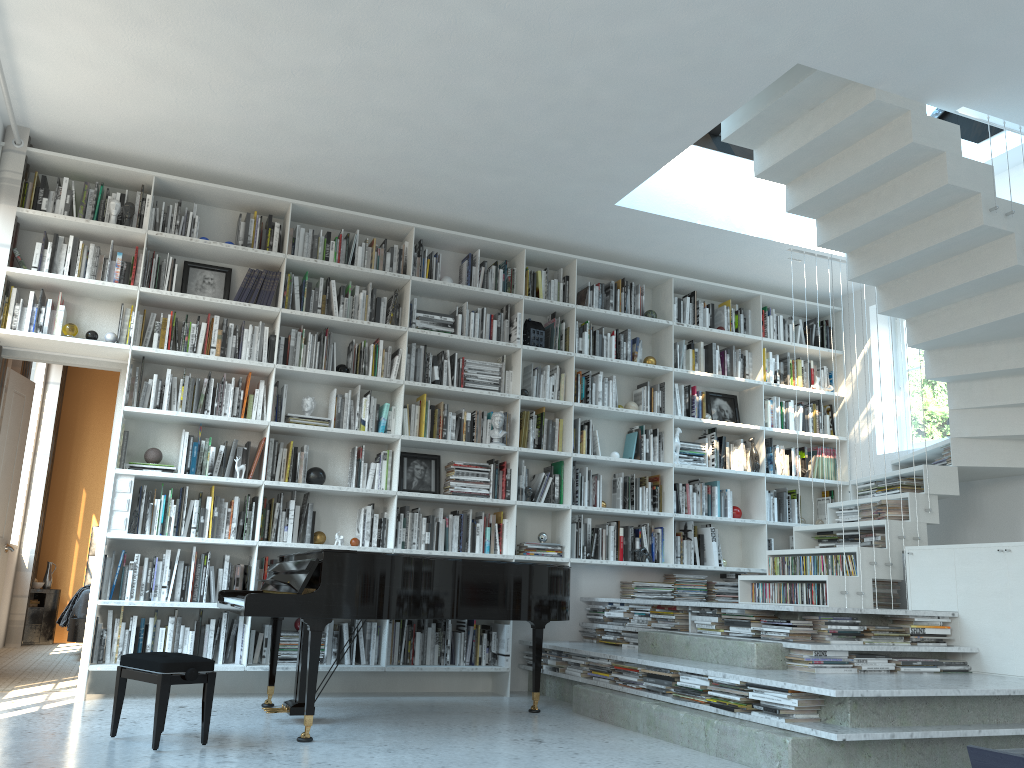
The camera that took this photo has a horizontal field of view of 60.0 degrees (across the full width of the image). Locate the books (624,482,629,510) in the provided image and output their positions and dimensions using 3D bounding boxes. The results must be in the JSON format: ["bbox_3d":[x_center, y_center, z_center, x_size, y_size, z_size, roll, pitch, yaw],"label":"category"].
[{"bbox_3d":[0.818,0.844,6.592,0.016,0.215,0.178,7,-14,-22],"label":"books"}]

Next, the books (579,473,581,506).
[{"bbox_3d":[0.456,0.781,6.452,0.013,0.248,0.165,7,-14,-22],"label":"books"}]

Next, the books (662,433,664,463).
[{"bbox_3d":[1.123,0.512,6.794,0.010,0.245,0.159,7,-14,-22],"label":"books"}]

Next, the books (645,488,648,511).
[{"bbox_3d":[0.965,0.879,6.647,0.019,0.182,0.191,7,-14,-22],"label":"books"}]

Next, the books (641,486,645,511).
[{"bbox_3d":[0.948,0.872,6.646,0.015,0.194,0.176,7,-14,-22],"label":"books"}]

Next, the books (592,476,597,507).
[{"bbox_3d":[0.576,0.804,6.507,0.015,0.237,0.176,7,-14,-22],"label":"books"}]

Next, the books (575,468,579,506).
[{"bbox_3d":[0.450,0.762,6.450,0.005,0.283,0.159,7,-14,-22],"label":"books"}]

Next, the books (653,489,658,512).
[{"bbox_3d":[1.041,0.888,6.666,0.016,0.180,0.189,7,-14,-22],"label":"books"}]

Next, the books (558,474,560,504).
[{"bbox_3d":[0.304,0.772,6.392,0.021,0.226,0.148,7,-14,-22],"label":"books"}]

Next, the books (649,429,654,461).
[{"bbox_3d":[1.033,0.489,6.773,0.032,0.274,0.155,7,-14,-22],"label":"books"}]

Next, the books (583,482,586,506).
[{"bbox_3d":[0.490,0.815,6.457,0.013,0.186,0.184,7,-14,-22],"label":"books"}]

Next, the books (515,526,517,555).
[{"bbox_3d":[-0.010,1.100,6.206,0.030,0.210,0.136,7,-14,-22],"label":"books"}]

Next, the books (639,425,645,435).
[{"bbox_3d":[0.966,0.471,6.754,0.013,0.294,0.154,7,-14,-22],"label":"books"}]

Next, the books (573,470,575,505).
[{"bbox_3d":[0.417,0.761,6.445,0.006,0.281,0.155,7,-14,-22],"label":"books"}]

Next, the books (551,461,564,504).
[{"bbox_3d":[0.323,0.726,6.407,0.014,0.324,0.183,7,-14,-22],"label":"books"}]

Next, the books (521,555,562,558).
[{"bbox_3d":[0.190,1.207,6.197,0.285,0.012,0.160,7,-14,-19],"label":"books"}]

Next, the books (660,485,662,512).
[{"bbox_3d":[1.097,0.883,6.728,0.009,0.223,0.146,7,-14,-22],"label":"books"}]

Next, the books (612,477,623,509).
[{"bbox_3d":[0.782,0.825,6.597,0.019,0.251,0.130,7,-14,-22],"label":"books"}]

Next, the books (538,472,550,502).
[{"bbox_3d":[0.196,0.755,6.356,0.094,0.238,0.150,7,-14,-22],"label":"books"}]

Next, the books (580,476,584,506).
[{"bbox_3d":[0.471,0.791,6.445,0.011,0.226,0.188,7,-14,-22],"label":"books"}]

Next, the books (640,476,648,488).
[{"bbox_3d":[0.977,0.837,6.665,0.006,0.273,0.173,7,-14,-22],"label":"books"}]

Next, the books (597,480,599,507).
[{"bbox_3d":[0.590,0.820,6.506,0.014,0.207,0.181,7,-14,-22],"label":"books"}]

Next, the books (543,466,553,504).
[{"bbox_3d":[0.259,0.740,6.390,0.013,0.285,0.139,7,-14,-22],"label":"books"}]

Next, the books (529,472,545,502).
[{"bbox_3d":[0.149,0.750,6.316,0.095,0.227,0.190,7,-14,-22],"label":"books"}]

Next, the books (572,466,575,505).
[{"bbox_3d":[0.406,0.753,6.443,0.018,0.294,0.178,7,-14,-22],"label":"books"}]

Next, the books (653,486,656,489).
[{"bbox_3d":[1.045,0.883,6.700,0.016,0.204,0.141,7,-14,-22],"label":"books"}]

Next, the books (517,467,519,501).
[{"bbox_3d":[0.003,0.722,6.283,0.028,0.252,0.143,7,-14,-22],"label":"books"}]

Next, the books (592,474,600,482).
[{"bbox_3d":[0.603,0.797,6.522,0.014,0.260,0.142,7,-14,-22],"label":"books"}]

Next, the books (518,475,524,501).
[{"bbox_3d":[0.035,0.750,6.269,0.027,0.191,0.182,7,-14,-22],"label":"books"}]

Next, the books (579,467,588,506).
[{"bbox_3d":[0.505,0.763,6.472,0.014,0.296,0.175,7,-14,-22],"label":"books"}]

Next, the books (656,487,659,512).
[{"bbox_3d":[1.063,0.884,6.696,0.013,0.203,0.159,7,-14,-22],"label":"books"}]

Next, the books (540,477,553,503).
[{"bbox_3d":[0.212,0.775,6.358,0.091,0.204,0.169,7,-14,-22],"label":"books"}]

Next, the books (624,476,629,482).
[{"bbox_3d":[0.827,0.826,6.615,0.015,0.261,0.150,7,-14,-22],"label":"books"}]

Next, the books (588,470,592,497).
[{"bbox_3d":[0.545,0.779,6.509,0.006,0.284,0.160,7,-14,-22],"label":"books"}]

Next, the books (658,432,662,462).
[{"bbox_3d":[1.095,0.503,6.777,0.011,0.252,0.169,7,-14,-22],"label":"books"}]

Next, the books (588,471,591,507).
[{"bbox_3d":[0.532,0.782,6.486,0.012,0.266,0.183,7,-14,-22],"label":"books"}]

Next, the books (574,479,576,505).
[{"bbox_3d":[0.422,0.801,6.447,0.013,0.204,0.154,7,-14,-22],"label":"books"}]

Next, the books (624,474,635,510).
[{"bbox_3d":[0.877,0.823,6.644,0.007,0.284,0.160,7,-14,-22],"label":"books"}]

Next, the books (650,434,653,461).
[{"bbox_3d":[1.021,0.508,6.747,0.012,0.224,0.178,7,-14,-22],"label":"books"}]

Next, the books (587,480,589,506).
[{"bbox_3d":[0.515,0.814,6.485,0.013,0.202,0.167,7,-14,-22],"label":"books"}]

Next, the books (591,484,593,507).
[{"bbox_3d":[0.552,0.832,6.500,0.013,0.178,0.140,7,-14,-22],"label":"books"}]

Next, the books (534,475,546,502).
[{"bbox_3d":[0.163,0.762,6.325,0.089,0.209,0.176,7,-14,-22],"label":"books"}]

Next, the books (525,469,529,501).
[{"bbox_3d":[0.078,0.735,6.318,0.035,0.248,0.141,7,-14,-22],"label":"books"}]

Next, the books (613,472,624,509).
[{"bbox_3d":[0.794,0.812,6.619,0.016,0.289,0.132,7,-14,-22],"label":"books"}]

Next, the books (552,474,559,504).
[{"bbox_3d":[0.286,0.769,6.372,0.029,0.222,0.171,7,-14,-22],"label":"books"}]

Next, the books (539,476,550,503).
[{"bbox_3d":[0.196,0.770,6.364,0.090,0.214,0.139,7,-14,-22],"label":"books"}]

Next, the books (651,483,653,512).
[{"bbox_3d":[1.015,0.866,6.688,0.021,0.231,0.155,7,-14,-22],"label":"books"}]

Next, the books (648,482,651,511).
[{"bbox_3d":[0.987,0.860,6.664,0.018,0.229,0.182,7,-14,-22],"label":"books"}]

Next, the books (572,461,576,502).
[{"bbox_3d":[0.430,0.737,6.474,0.007,0.341,0.149,7,-14,-22],"label":"books"}]

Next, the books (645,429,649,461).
[{"bbox_3d":[0.991,0.486,6.746,0.018,0.262,0.165,7,-14,-22],"label":"books"}]

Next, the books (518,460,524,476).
[{"bbox_3d":[0.050,0.700,6.302,0.013,0.306,0.141,7,-14,-22],"label":"books"}]

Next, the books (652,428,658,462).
[{"bbox_3d":[1.062,0.488,6.762,0.012,0.273,0.184,7,-14,-22],"label":"books"}]

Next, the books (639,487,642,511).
[{"bbox_3d":[0.914,0.871,6.620,0.018,0.182,0.182,7,-14,-22],"label":"books"}]

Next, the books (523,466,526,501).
[{"bbox_3d":[0.057,0.723,6.311,0.012,0.265,0.157,7,-14,-22],"label":"books"}]

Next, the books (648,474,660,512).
[{"bbox_3d":[1.077,0.839,6.703,0.007,0.294,0.162,7,-14,-22],"label":"books"}]

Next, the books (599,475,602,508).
[{"bbox_3d":[0.614,0.803,6.527,0.013,0.250,0.173,7,-14,-22],"label":"books"}]

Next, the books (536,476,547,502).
[{"bbox_3d":[0.181,0.768,6.349,0.090,0.211,0.143,7,-14,-22],"label":"books"}]

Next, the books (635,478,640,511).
[{"bbox_3d":[0.898,0.836,6.621,0.018,0.250,0.184,7,-14,-22],"label":"books"}]
